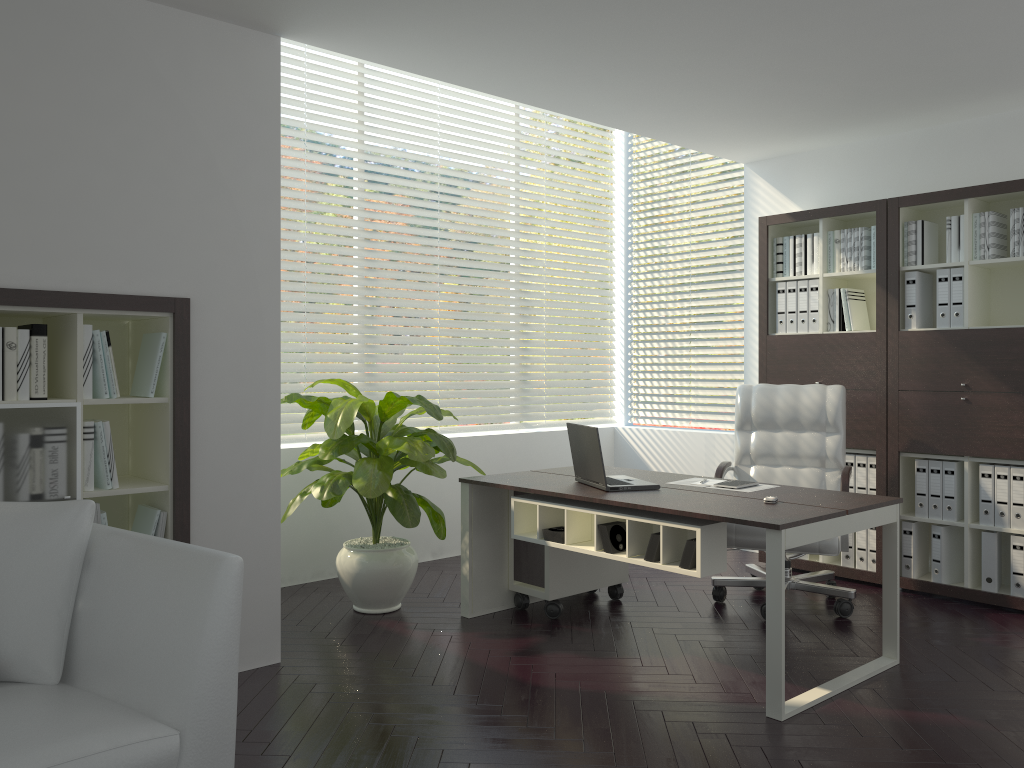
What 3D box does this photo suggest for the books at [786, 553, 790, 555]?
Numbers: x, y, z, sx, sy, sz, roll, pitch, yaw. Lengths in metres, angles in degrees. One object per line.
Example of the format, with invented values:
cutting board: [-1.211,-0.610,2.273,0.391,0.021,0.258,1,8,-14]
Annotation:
books: [1.753,0.923,5.675,0.262,0.320,0.072,0,0,-43]

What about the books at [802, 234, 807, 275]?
books: [1.877,-0.796,5.548,0.207,0.258,0.021,0,0,-42]

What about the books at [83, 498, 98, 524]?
books: [-1.610,0.589,3.384,0.032,0.299,0.214,0,0,-42]

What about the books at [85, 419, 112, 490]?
books: [-1.594,0.267,3.396,0.060,0.259,0.208,0,0,-42]

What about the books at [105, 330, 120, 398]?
books: [-1.573,-0.075,3.421,0.058,0.258,0.207,0,0,-42]

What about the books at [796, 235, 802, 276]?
books: [1.850,-0.797,5.570,0.207,0.258,0.040,0,0,-42]

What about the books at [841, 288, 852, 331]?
books: [2.058,-0.444,5.349,0.208,0.259,0.060,0,0,-42]

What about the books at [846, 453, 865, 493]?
books: [2.081,0.574,5.311,0.262,0.320,0.072,0,0,-43]

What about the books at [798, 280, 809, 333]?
books: [1.883,-0.476,5.531,0.262,0.320,0.072,0,0,-42]

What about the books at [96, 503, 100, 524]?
books: [-1.602,0.591,3.384,0.032,0.297,0.211,0,0,-42]

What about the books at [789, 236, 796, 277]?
books: [1.822,-0.797,5.608,0.207,0.258,0.040,0,0,-42]

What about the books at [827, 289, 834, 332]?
books: [1.995,-0.445,5.422,0.207,0.258,0.040,0,0,-42]

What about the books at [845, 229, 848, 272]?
books: [2.060,-0.793,5.342,0.207,0.258,0.021,0,0,-42]

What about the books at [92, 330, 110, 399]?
books: [-1.598,-0.075,3.383,0.060,0.259,0.207,0,0,-42]

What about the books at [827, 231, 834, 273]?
books: [1.995,-0.794,5.422,0.207,0.258,0.040,0,0,-42]

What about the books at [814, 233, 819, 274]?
books: [1.933,-0.795,5.487,0.207,0.258,0.040,0,0,-42]

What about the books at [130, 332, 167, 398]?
books: [-1.443,-0.076,3.523,0.077,0.255,0.207,0,0,-42]

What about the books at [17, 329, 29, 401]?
books: [-1.794,-0.068,3.212,0.040,0.251,0.207,0,0,-42]

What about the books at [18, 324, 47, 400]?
books: [-1.754,-0.079,3.245,0.053,0.272,0.207,0,0,-42]

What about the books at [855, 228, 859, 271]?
books: [2.105,-0.792,5.293,0.207,0.258,0.021,0,0,-42]

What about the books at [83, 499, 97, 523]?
books: [-1.613,0.589,3.380,0.032,0.299,0.214,0,0,-42]

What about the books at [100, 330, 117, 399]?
books: [-1.575,-0.073,3.397,0.058,0.258,0.207,0,0,-42]

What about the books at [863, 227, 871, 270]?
books: [2.135,-0.792,5.260,0.207,0.258,0.021,0,0,-42]

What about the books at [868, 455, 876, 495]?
books: [2.184,0.575,5.197,0.262,0.320,0.072,0,0,-40]

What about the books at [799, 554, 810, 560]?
books: [1.844,0.925,5.567,0.072,0.320,0.262,0,0,27]

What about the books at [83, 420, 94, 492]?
books: [-1.636,0.267,3.365,0.040,0.258,0.207,0,0,-42]

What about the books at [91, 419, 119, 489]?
books: [-1.575,0.267,3.413,0.060,0.259,0.207,0,0,-42]

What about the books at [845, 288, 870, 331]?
books: [2.082,-0.444,5.339,0.207,0.258,0.058,0,0,-42]

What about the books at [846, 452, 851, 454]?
books: [2.030,0.573,5.368,0.262,0.320,0.072,0,0,-42]

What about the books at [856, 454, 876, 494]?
books: [2.133,0.575,5.254,0.262,0.320,0.072,0,0,-42]

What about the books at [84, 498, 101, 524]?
books: [-1.599,0.592,3.388,0.032,0.297,0.211,0,0,-42]

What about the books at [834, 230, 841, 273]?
books: [2.023,-0.794,5.384,0.207,0.258,0.040,0,0,-42]

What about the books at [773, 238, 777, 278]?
books: [1.741,-0.799,5.703,0.207,0.258,0.021,0,0,-42]

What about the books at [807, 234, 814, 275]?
books: [1.905,-0.796,5.525,0.207,0.258,0.040,0,0,-42]

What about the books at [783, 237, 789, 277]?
books: [1.795,-0.798,5.643,0.207,0.258,0.040,0,0,-42]

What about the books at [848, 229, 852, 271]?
books: [2.075,-0.793,5.326,0.207,0.258,0.021,0,0,-42]

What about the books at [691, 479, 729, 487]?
books: [1.004,0.473,4.229,0.239,0.012,0.205,1,1,35]

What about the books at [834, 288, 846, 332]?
books: [2.023,-0.444,5.384,0.207,0.258,0.040,0,0,-42]

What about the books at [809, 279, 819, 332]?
books: [1.934,-0.475,5.474,0.262,0.320,0.072,0,0,-41]

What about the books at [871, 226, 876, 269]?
books: [2.179,-0.791,5.219,0.207,0.258,0.040,0,0,-42]

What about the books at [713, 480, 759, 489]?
books: [1.054,0.470,4.153,0.126,0.012,0.205,1,1,45]

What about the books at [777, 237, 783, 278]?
books: [1.764,-0.799,5.676,0.207,0.258,0.040,0,0,-41]

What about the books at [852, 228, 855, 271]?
books: [2.090,-0.792,5.309,0.207,0.258,0.021,0,0,-42]

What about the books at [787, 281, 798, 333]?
books: [1.831,-0.477,5.588,0.262,0.320,0.072,0,0,-42]

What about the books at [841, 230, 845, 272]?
books: [2.045,-0.793,5.359,0.207,0.258,0.021,0,0,-42]

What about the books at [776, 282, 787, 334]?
books: [1.780,-0.478,5.645,0.262,0.320,0.072,0,0,-43]

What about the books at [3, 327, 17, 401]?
books: [-1.820,-0.071,3.179,0.040,0.258,0.207,0,0,-42]

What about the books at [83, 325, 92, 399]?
books: [-1.636,-0.083,3.353,0.040,0.275,0.207,0,0,-42]

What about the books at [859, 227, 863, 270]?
books: [2.120,-0.792,5.276,0.207,0.258,0.021,0,0,-42]

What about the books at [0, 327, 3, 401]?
books: [-1.855,-0.071,3.155,0.040,0.258,0.207,0,0,-42]
